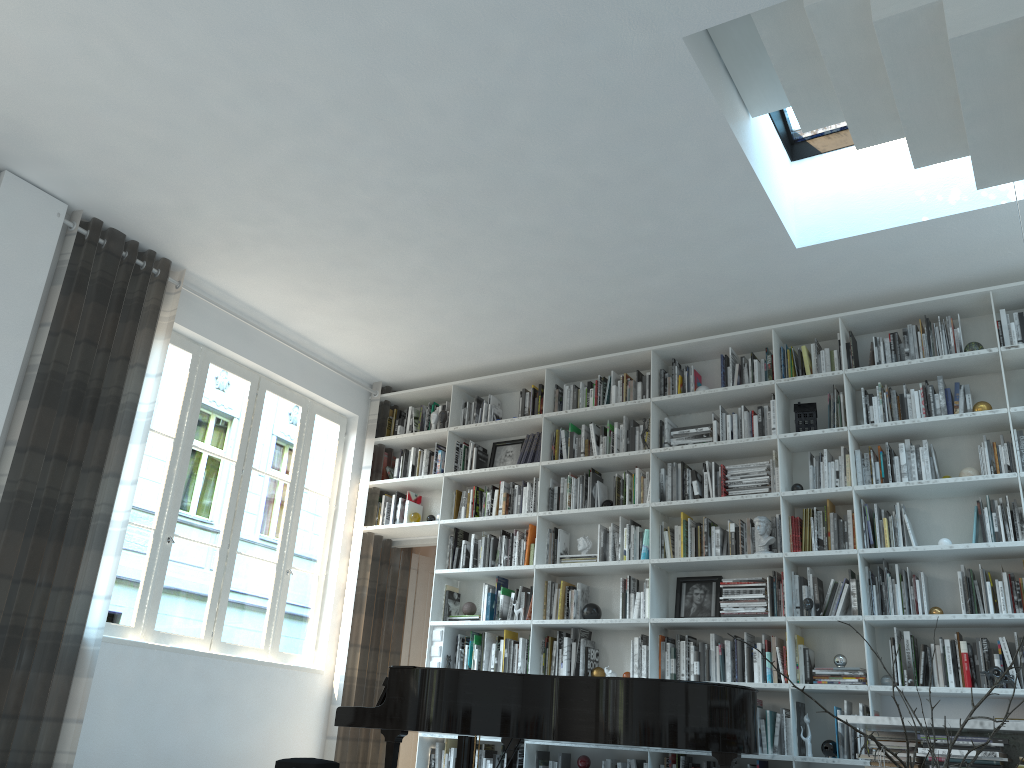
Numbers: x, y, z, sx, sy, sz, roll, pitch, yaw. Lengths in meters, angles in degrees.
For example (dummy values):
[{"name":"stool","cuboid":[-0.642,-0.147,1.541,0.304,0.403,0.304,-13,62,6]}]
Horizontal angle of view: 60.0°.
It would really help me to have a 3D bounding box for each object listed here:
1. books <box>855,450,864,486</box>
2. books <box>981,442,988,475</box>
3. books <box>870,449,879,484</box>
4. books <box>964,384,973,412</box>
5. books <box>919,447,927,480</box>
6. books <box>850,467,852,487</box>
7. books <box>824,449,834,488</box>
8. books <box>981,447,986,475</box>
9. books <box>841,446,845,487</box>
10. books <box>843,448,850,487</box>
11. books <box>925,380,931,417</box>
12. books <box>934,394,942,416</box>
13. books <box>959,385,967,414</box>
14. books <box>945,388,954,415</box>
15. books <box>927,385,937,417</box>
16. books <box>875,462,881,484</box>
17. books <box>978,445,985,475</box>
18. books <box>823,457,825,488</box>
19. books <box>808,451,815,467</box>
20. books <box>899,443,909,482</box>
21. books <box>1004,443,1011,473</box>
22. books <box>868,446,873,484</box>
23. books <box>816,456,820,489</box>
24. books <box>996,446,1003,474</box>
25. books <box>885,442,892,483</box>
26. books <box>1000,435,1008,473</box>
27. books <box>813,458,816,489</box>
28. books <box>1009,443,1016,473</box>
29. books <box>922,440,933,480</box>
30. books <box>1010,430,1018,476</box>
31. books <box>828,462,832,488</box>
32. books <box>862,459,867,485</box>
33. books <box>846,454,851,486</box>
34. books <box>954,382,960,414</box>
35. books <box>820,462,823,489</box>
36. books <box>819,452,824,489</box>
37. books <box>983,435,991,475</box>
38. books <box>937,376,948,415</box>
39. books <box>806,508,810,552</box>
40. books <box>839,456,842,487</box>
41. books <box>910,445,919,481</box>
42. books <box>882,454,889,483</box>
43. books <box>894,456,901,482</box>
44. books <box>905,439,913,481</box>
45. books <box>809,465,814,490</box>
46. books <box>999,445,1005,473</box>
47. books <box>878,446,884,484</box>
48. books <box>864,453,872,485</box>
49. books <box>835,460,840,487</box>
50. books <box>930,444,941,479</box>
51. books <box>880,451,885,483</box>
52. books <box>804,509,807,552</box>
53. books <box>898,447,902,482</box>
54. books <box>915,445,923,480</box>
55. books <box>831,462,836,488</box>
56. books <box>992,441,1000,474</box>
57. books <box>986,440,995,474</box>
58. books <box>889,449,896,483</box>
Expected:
[{"name":"books","cuboid":[2.103,0.543,5.326,0.028,0.250,0.190,-9,-25,30]},{"name":"books","cuboid":[2.679,0.462,5.006,0.012,0.231,0.154,-9,-25,30]},{"name":"books","cuboid":[2.172,0.535,5.289,0.014,0.246,0.177,-9,-25,30]},{"name":"books","cuboid":[2.670,0.133,5.166,0.026,0.228,0.141,-9,-25,30]},{"name":"books","cuboid":[2.405,0.504,5.156,0.021,0.231,0.183,-9,-25,30]},{"name":"books","cuboid":[2.070,0.559,5.351,0.026,0.237,0.173,-9,-25,30]},{"name":"books","cuboid":[1.938,0.555,5.413,0.028,0.274,0.187,-9,-25,30]},{"name":"books","cuboid":[2.671,0.476,5.006,0.005,0.204,0.154,-9,-25,30]},{"name":"books","cuboid":[2.029,0.542,5.389,0.028,0.292,0.155,-9,-25,30]},{"name":"books","cuboid":[2.041,0.546,5.377,0.025,0.276,0.173,-9,-25,30]},{"name":"books","cuboid":[2.492,0.137,5.278,0.012,0.284,0.160,-9,-25,30]},{"name":"books","cuboid":[2.524,0.172,5.223,0.027,0.181,0.176,-9,-25,30]},{"name":"books","cuboid":[2.629,0.138,5.168,0.048,0.215,0.183,-9,-25,30]},{"name":"books","cuboid":[2.575,0.150,5.202,0.030,0.212,0.157,-9,-25,30]},{"name":"books","cuboid":[2.499,0.149,5.245,0.030,0.237,0.186,-9,-25,30]},{"name":"books","cuboid":[2.191,0.568,5.277,0.021,0.178,0.137,-9,-25,30]},{"name":"books","cuboid":[2.665,0.472,5.017,0.015,0.219,0.140,-9,-25,30]},{"name":"books","cuboid":[1.933,0.583,5.431,0.023,0.235,0.179,-9,-25,30]},{"name":"books","cuboid":[1.863,0.577,5.494,0.019,0.284,0.160,-9,-25,30]},{"name":"books","cuboid":[2.310,0.499,5.199,0.030,0.262,0.182,-9,-25,30]},{"name":"books","cuboid":[2.765,0.453,4.932,0.013,0.203,0.174,-9,-25,30]},{"name":"books","cuboid":[2.169,0.528,5.315,0.014,0.277,0.154,-9,-25,30]},{"name":"books","cuboid":[1.901,0.585,5.458,0.028,0.249,0.165,-9,-25,30]},{"name":"books","cuboid":[2.741,0.466,4.970,0.012,0.205,0.138,-9,-25,30]},{"name":"books","cuboid":[2.244,0.504,5.245,0.014,0.279,0.178,-9,-25,30]},{"name":"books","cuboid":[2.755,0.431,4.949,0.016,0.256,0.176,-9,-25,30]},{"name":"books","cuboid":[1.889,0.592,5.470,0.024,0.241,0.160,-9,-25,30]},{"name":"books","cuboid":[2.788,0.450,4.923,0.012,0.205,0.170,-9,-25,30]},{"name":"books","cuboid":[2.420,0.478,5.143,0.024,0.271,0.170,-9,-25,30]},{"name":"books","cuboid":[2.794,0.413,4.926,0.005,0.276,0.183,-9,-25,30]},{"name":"books","cuboid":[1.955,0.594,5.399,0.024,0.194,0.173,-9,-25,30]},{"name":"books","cuboid":[2.134,0.569,5.330,0.013,0.209,0.140,-9,-25,30]},{"name":"books","cuboid":[2.045,0.560,5.347,0.028,0.229,0.177,-9,-25,30]},{"name":"books","cuboid":[2.606,0.129,5.176,0.054,0.234,0.172,-9,-25,30]},{"name":"books","cuboid":[1.922,0.601,5.438,0.023,0.206,0.171,-9,-25,30]},{"name":"books","cuboid":[1.915,0.571,5.456,0.019,0.274,0.146,-9,-25,30]},{"name":"books","cuboid":[2.685,0.439,4.996,0.015,0.266,0.164,-9,-25,30]},{"name":"books","cuboid":[2.545,0.116,5.218,0.029,0.284,0.184,-9,-25,30]},{"name":"books","cuboid":[1.804,0.911,5.360,0.035,0.292,0.145,-9,-25,30]},{"name":"books","cuboid":[2.012,0.571,5.385,0.024,0.233,0.150,-9,-25,30]},{"name":"books","cuboid":[2.362,0.503,5.177,0.025,0.243,0.184,-9,-25,30]},{"name":"books","cuboid":[2.234,0.543,5.258,0.026,0.215,0.162,-9,-25,30]},{"name":"books","cuboid":[2.284,0.543,5.220,0.025,0.193,0.171,-9,-25,30]},{"name":"books","cuboid":[2.349,0.489,5.211,0.027,0.294,0.160,-9,-25,30]},{"name":"books","cuboid":[1.860,0.614,5.452,0.028,0.185,0.182,-9,-25,30]},{"name":"books","cuboid":[2.746,0.462,4.954,0.013,0.201,0.174,-9,-25,30]},{"name":"books","cuboid":[2.218,0.523,5.301,0.014,0.282,0.136,-9,-25,30]},{"name":"books","cuboid":[2.151,0.550,5.322,0.030,0.241,0.138,-9,-25,30]},{"name":"books","cuboid":[1.991,0.582,5.385,0.029,0.210,0.158,-9,-25,30]},{"name":"books","cuboid":[2.464,0.490,5.138,0.034,0.253,0.161,-9,-25,30]},{"name":"books","cuboid":[2.217,0.536,5.270,0.013,0.235,0.158,-9,-25,30]},{"name":"books","cuboid":[1.800,0.918,5.378,0.035,0.292,0.145,-9,-25,30]},{"name":"books","cuboid":[2.305,0.513,5.227,0.011,0.255,0.132,-9,-25,30]},{"name":"books","cuboid":[2.394,0.499,5.184,0.024,0.261,0.134,-9,-25,30]},{"name":"books","cuboid":[1.972,0.591,5.392,0.027,0.195,0.185,-9,-25,30]},{"name":"books","cuboid":[2.727,0.456,4.977,0.016,0.227,0.160,-9,-25,30]},{"name":"books","cuboid":[2.703,0.452,4.993,0.016,0.242,0.152,-9,-25,30]},{"name":"books","cuboid":[2.261,0.523,5.232,0.022,0.236,0.165,-9,-25,30]}]
